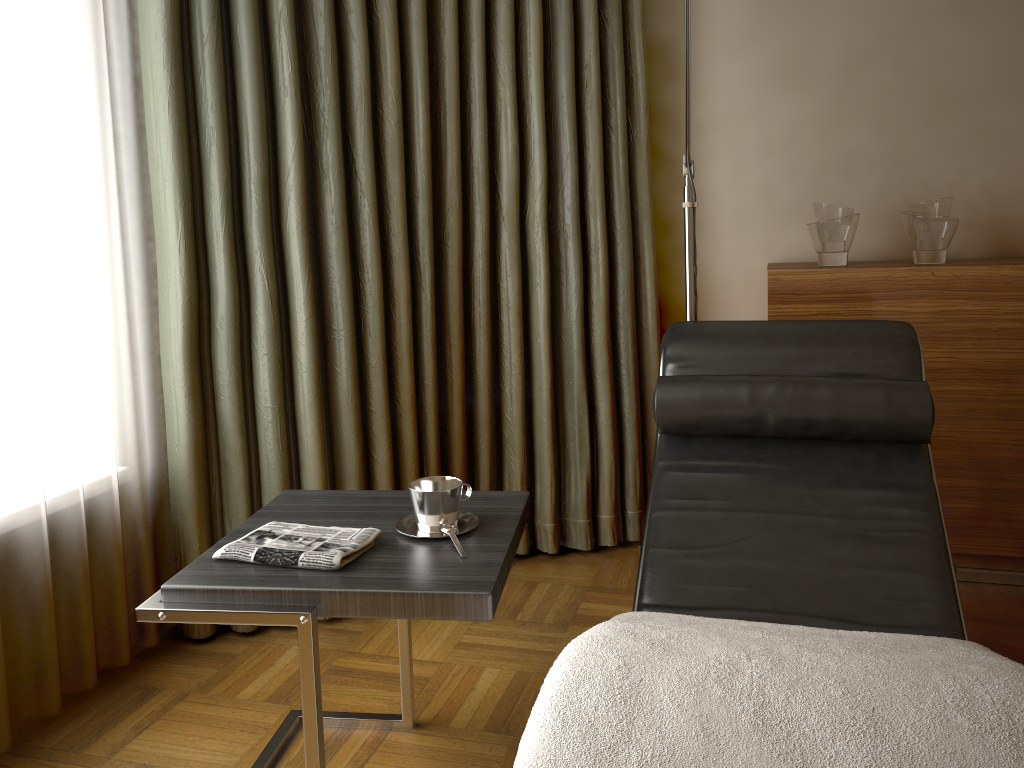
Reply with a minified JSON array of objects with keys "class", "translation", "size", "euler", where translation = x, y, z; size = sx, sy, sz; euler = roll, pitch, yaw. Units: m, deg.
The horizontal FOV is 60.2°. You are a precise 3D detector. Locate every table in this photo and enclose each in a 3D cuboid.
[{"class":"table","translation":[-0.252,0.284,1.569],"size":[0.517,0.044,0.505],"euler":[-1,10,8]}]

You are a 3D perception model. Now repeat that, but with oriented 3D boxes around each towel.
[{"class":"towel","translation":[-0.354,0.269,1.494],"size":[0.241,0.035,0.180],"euler":[2,11,20]}]

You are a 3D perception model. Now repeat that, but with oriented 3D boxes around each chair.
[{"class":"chair","translation":[0.465,0.376,1.454],"size":[0.635,0.789,1.808],"euler":[0,9,16]}]

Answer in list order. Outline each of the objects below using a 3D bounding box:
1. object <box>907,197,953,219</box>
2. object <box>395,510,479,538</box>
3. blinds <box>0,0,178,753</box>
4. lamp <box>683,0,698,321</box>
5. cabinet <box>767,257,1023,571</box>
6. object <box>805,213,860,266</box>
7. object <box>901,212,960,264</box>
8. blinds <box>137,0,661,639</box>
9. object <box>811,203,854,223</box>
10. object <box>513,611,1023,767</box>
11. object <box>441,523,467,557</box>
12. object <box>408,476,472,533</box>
[{"class":"object","translation":[1.223,-0.469,2.586],"size":[0.122,0.148,0.123],"euler":[-2,7,-4]},{"class":"object","translation":[-0.133,0.251,1.577],"size":[0.150,0.009,0.151],"euler":[2,11,22]},{"class":"blinds","translation":[-1.224,-0.304,1.196],"size":[0.092,2.270,2.219],"euler":[-1,8,17]},{"class":"lamp","translation":[0.449,-0.211,1.698],"size":[0.451,1.949,1.428],"euler":[0,7,20]},{"class":"cabinet","translation":[1.618,0.070,2.568],"size":[1.674,0.855,0.419],"euler":[1,7,17]},{"class":"object","translation":[0.967,-0.436,2.666],"size":[0.156,0.153,0.156],"euler":[-6,9,-26]},{"class":"object","translation":[1.224,-0.431,2.589],"size":[0.155,0.153,0.157],"euler":[-1,8,7]},{"class":"blinds","translation":[-0.231,-0.641,2.543],"size":[1.538,2.431,0.225],"euler":[-6,6,-28]},{"class":"object","translation":[0.966,-0.474,2.662],"size":[0.122,0.148,0.124],"euler":[-2,7,-1]},{"class":"object","translation":[0.306,0.618,0.967],"size":[0.917,0.515,0.919],"euler":[1,9,17]},{"class":"object","translation":[-0.097,0.260,1.482],"size":[0.029,0.019,0.125],"euler":[-4,10,-14]},{"class":"object","translation":[-0.133,0.215,1.580],"size":[0.098,0.078,0.112],"euler":[1,9,18]}]
